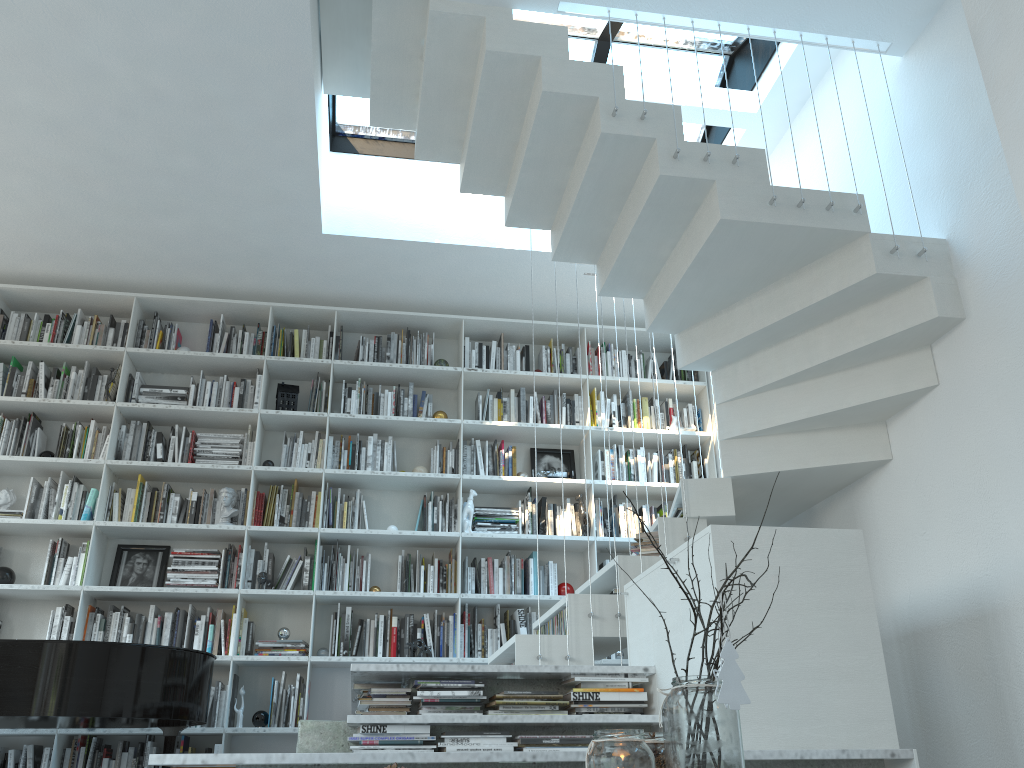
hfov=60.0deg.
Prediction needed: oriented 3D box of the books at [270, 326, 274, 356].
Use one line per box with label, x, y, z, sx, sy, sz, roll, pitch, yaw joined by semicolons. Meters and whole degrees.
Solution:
books;-1.586;-0.220;5.873;0.012;0.284;0.160;3;-24;-9

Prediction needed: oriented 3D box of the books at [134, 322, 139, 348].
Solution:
books;-2.413;-0.254;5.737;0.012;0.253;0.161;3;-24;-9

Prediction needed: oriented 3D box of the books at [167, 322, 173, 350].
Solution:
books;-2.212;-0.249;5.756;0.005;0.254;0.169;3;-24;-9

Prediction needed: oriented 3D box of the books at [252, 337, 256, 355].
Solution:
books;-1.695;-0.188;5.843;0.014;0.203;0.135;3;-24;-9

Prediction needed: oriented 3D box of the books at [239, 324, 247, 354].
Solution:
books;-1.763;-0.235;5.817;0.010;0.269;0.180;3;-24;-9

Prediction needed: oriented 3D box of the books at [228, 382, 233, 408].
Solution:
books;-1.799;0.125;5.686;0.011;0.238;0.140;3;-24;-9

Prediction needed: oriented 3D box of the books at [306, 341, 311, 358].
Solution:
books;-1.344;-0.167;5.869;0.022;0.179;0.173;3;-24;-9

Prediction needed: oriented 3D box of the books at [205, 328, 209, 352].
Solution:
books;-1.985;-0.226;5.802;0.012;0.244;0.151;3;-24;-9

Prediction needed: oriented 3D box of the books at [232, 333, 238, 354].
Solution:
books;-1.809;-0.203;5.805;0.033;0.202;0.167;3;-24;-9

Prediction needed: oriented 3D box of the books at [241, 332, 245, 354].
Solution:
books;-1.754;-0.206;5.817;0.012;0.216;0.180;3;-24;-9

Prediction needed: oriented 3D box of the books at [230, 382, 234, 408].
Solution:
books;-1.786;0.124;5.675;0.010;0.229;0.153;3;-24;-9

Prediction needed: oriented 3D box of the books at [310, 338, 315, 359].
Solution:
books;-1.321;-0.176;5.878;0.024;0.201;0.181;3;-24;-9

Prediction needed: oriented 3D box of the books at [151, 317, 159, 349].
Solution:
books;-2.313;-0.270;5.756;0.010;0.295;0.154;3;-24;-9

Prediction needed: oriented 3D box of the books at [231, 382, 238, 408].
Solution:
books;-1.774;0.122;5.671;0.012;0.229;0.159;3;-24;-9

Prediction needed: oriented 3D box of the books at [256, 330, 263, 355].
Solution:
books;-1.661;-0.210;5.843;0.028;0.243;0.161;3;-24;-9

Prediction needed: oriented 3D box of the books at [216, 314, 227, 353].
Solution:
books;-1.907;-0.269;5.812;0.010;0.330;0.187;3;-24;-9

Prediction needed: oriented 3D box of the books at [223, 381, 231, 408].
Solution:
books;-1.812;0.121;5.659;0.023;0.222;0.191;3;-24;-9

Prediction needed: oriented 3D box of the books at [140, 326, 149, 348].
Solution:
books;-2.370;-0.240;5.738;0.023;0.227;0.157;3;-24;-9

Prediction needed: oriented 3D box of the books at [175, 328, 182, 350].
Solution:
books;-2.179;-0.229;5.778;0.004;0.234;0.138;3;-24;-9

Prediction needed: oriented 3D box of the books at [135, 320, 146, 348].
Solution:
books;-2.391;-0.260;5.722;0.026;0.252;0.186;3;-24;-9

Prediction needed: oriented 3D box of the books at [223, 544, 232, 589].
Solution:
books;-1.693;1.115;5.289;0.011;0.297;0.131;3;-24;-9

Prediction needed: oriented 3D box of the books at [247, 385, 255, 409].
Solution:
books;-1.665;0.140;5.680;0.029;0.201;0.192;3;-24;-9

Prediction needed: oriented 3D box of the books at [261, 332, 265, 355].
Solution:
books;-1.642;-0.205;5.856;0.014;0.243;0.145;3;-24;-9

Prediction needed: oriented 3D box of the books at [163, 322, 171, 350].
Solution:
books;-2.238;-0.252;5.760;0.013;0.263;0.147;3;-24;-9

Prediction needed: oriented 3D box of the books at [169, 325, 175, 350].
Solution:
books;-2.207;-0.238;5.774;0.013;0.248;0.148;3;-24;-9

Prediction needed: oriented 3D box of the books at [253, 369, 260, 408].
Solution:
books;-1.647;0.085;5.717;0.012;0.332;0.156;3;-24;-9

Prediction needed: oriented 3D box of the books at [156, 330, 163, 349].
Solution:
books;-2.275;-0.223;5.740;0.023;0.194;0.173;3;-24;-9

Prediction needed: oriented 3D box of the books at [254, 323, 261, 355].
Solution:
books;-1.682;-0.237;5.860;0.012;0.307;0.138;3;-24;-9

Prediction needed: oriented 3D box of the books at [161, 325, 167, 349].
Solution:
books;-2.252;-0.242;5.760;0.014;0.247;0.140;3;-24;-9

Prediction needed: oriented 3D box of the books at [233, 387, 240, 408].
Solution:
books;-1.753;0.141;5.663;0.029;0.187;0.176;3;-24;-9

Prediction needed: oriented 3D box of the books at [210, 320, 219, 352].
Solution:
books;-1.949;-0.251;5.808;0.011;0.294;0.158;3;-24;-9

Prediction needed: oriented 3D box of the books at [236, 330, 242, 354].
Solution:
books;-1.782;-0.215;5.821;0.023;0.235;0.154;3;-24;-9

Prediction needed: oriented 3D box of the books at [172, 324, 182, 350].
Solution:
books;-2.183;-0.246;5.763;0.011;0.255;0.144;3;-24;-9

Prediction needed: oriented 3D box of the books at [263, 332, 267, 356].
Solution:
books;-1.627;-0.205;5.849;0.014;0.237;0.153;3;-24;-9

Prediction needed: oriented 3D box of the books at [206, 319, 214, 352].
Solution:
books;-1.970;-0.253;5.797;0.014;0.291;0.176;3;-24;-9

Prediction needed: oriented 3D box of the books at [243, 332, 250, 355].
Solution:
books;-1.733;-0.205;5.802;0.023;0.201;0.194;3;-24;-9

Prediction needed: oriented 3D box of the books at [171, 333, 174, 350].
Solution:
books;-2.194;-0.212;5.754;0.010;0.186;0.153;3;-24;-9

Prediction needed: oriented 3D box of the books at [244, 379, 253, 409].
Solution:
books;-1.697;0.117;5.700;0.029;0.260;0.133;3;-24;-9

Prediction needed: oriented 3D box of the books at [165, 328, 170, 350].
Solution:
books;-2.223;-0.232;5.749;0.016;0.218;0.144;3;-24;-9

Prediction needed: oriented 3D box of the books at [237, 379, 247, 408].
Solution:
books;-1.724;0.115;5.678;0.032;0.247;0.174;3;-24;-9

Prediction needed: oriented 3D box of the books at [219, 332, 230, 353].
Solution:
books;-1.877;-0.210;5.798;0.050;0.210;0.173;3;-24;-9

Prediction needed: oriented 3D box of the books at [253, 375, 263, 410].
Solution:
books;-1.602;0.105;5.645;0.037;0.236;0.273;3;-24;-9

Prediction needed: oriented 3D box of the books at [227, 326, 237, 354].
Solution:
books;-1.842;-0.227;5.831;0.028;0.268;0.140;3;-24;-9

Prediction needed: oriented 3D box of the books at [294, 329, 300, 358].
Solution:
books;-1.421;-0.206;5.871;0.054;0.253;0.191;3;-24;-9

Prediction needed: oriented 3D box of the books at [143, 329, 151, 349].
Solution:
books;-2.343;-0.228;5.724;0.026;0.193;0.167;3;-24;-9

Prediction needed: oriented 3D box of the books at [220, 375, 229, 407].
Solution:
books;-1.836;0.102;5.672;0.023;0.268;0.185;3;-24;-9

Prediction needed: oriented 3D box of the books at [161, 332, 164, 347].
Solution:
books;-2.264;-0.231;5.768;0.006;0.232;0.136;3;-24;-9

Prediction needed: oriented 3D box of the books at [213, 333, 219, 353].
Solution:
books;-1.930;-0.205;5.805;0.031;0.207;0.147;3;-24;-9

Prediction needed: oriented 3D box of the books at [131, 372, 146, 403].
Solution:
books;-2.349;0.076;5.575;0.021;0.248;0.192;3;-24;-9

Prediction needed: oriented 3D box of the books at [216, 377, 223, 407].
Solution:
books;-1.865;0.107;5.688;0.029;0.272;0.141;3;-24;-9

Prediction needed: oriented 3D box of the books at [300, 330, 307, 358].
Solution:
books;-1.383;-0.205;5.901;0.030;0.273;0.152;3;-24;-9

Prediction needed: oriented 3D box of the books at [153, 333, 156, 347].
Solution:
books;-2.305;-0.223;5.751;0.011;0.204;0.146;3;-24;-9

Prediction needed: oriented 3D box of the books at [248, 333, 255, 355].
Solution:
books;-1.716;-0.200;5.852;0.026;0.232;0.137;3;-24;-9

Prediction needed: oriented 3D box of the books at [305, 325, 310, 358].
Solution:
books;-1.361;-0.221;5.892;0.010;0.296;0.168;3;-24;-9

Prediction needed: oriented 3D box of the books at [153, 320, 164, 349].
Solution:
books;-2.290;-0.260;5.740;0.011;0.263;0.164;3;-24;-9

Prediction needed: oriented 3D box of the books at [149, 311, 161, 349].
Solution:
books;-2.327;-0.289;5.768;0.014;0.339;0.145;3;-24;-9

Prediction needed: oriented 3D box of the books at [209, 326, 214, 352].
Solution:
books;-1.960;-0.234;5.809;0.011;0.265;0.130;3;-24;-9
